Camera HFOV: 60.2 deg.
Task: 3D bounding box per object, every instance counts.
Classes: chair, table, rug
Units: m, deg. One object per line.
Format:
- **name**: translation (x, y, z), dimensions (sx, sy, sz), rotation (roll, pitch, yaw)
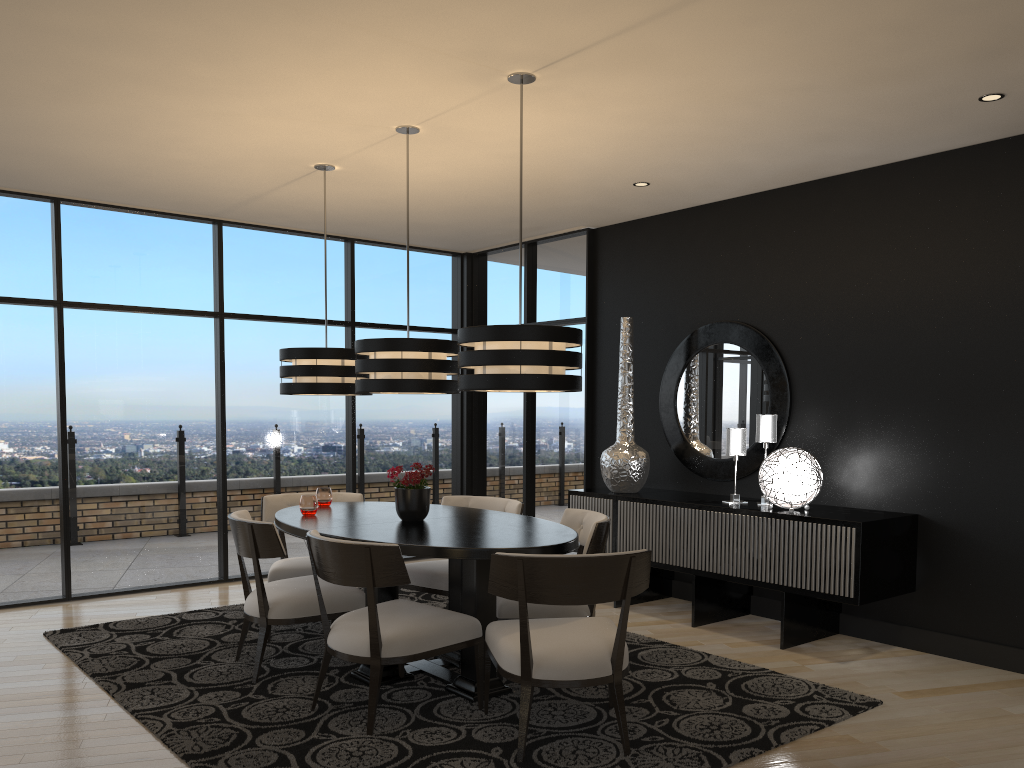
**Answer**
- **chair**: translation (-0.553, 1.046, 3.869), dimensions (0.641, 0.809, 0.615), rotation (2, 3, 44)
- **chair**: translation (-1.182, 1.085, 5.352), dimensions (0.642, 0.809, 0.614), rotation (0, 2, -18)
- **table**: translation (-0.500, 1.083, 4.542), dimensions (1.208, 0.772, 2.102), rotation (0, -1, -37)
- **chair**: translation (-0.288, 1.084, 5.169), dimensions (0.642, 0.809, 0.615), rotation (2, 2, 37)
- **chair**: translation (-1.122, 1.062, 4.519), dimensions (0.616, 0.809, 0.641), rotation (-1, 2, -29)
- **chair**: translation (0.201, 1.042, 3.569), dimensions (0.642, 0.809, 0.614), rotation (0, 2, -10)
- **chair**: translation (0.184, 1.069, 4.526), dimensions (0.616, 0.809, 0.640), rotation (0, 2, -11)
- **rug**: translation (-0.530, 1.465, 4.625), dimensions (2.715, 0.011, 3.716), rotation (2, -2, -39)

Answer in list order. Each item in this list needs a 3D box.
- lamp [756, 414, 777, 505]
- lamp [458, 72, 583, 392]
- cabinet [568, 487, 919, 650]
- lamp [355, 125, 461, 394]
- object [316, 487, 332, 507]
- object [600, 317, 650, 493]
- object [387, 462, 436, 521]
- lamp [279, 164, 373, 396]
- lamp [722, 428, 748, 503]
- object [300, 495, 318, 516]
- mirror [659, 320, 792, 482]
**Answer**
- **lamp**: translation (1.549, 0.461, 5.391), dimensions (0.125, 0.552, 0.131), rotation (1, 4, 13)
- **lamp**: translation (0.037, -0.634, 3.770), dimensions (0.535, 1.335, 0.534), rotation (-2, 4, -40)
- **cabinet**: translation (1.328, 1.125, 5.629), dimensions (0.610, 0.769, 2.233), rotation (-1, 0, -39)
- **lamp**: translation (-0.526, -0.618, 4.468), dimensions (0.535, 1.335, 0.534), rotation (-2, 4, -40)
- **object**: translation (-1.094, 0.658, 5.136), dimensions (0.095, 0.106, 0.095), rotation (1, 2, 17)
- **object**: translation (0.791, 0.148, 6.129), dimensions (0.343, 1.214, 0.342), rotation (-2, 4, -30)
- **object**: translation (-0.514, 0.549, 4.501), dimensions (0.228, 0.299, 0.237), rotation (-1, 2, -37)
- **lamp**: translation (-1.090, -0.601, 5.166), dimensions (0.535, 1.335, 0.534), rotation (-2, 4, -40)
- **lamp**: translation (1.392, 0.506, 5.492), dimensions (0.132, 0.467, 0.124), rotation (-1, 4, -17)
- **object**: translation (-1.082, 0.646, 4.703), dimensions (0.095, 0.106, 0.095), rotation (0, 2, -28)
- **mirror**: translation (1.404, 0.118, 5.930), dimensions (0.025, 1.082, 1.074), rotation (-3, 3, -39)
